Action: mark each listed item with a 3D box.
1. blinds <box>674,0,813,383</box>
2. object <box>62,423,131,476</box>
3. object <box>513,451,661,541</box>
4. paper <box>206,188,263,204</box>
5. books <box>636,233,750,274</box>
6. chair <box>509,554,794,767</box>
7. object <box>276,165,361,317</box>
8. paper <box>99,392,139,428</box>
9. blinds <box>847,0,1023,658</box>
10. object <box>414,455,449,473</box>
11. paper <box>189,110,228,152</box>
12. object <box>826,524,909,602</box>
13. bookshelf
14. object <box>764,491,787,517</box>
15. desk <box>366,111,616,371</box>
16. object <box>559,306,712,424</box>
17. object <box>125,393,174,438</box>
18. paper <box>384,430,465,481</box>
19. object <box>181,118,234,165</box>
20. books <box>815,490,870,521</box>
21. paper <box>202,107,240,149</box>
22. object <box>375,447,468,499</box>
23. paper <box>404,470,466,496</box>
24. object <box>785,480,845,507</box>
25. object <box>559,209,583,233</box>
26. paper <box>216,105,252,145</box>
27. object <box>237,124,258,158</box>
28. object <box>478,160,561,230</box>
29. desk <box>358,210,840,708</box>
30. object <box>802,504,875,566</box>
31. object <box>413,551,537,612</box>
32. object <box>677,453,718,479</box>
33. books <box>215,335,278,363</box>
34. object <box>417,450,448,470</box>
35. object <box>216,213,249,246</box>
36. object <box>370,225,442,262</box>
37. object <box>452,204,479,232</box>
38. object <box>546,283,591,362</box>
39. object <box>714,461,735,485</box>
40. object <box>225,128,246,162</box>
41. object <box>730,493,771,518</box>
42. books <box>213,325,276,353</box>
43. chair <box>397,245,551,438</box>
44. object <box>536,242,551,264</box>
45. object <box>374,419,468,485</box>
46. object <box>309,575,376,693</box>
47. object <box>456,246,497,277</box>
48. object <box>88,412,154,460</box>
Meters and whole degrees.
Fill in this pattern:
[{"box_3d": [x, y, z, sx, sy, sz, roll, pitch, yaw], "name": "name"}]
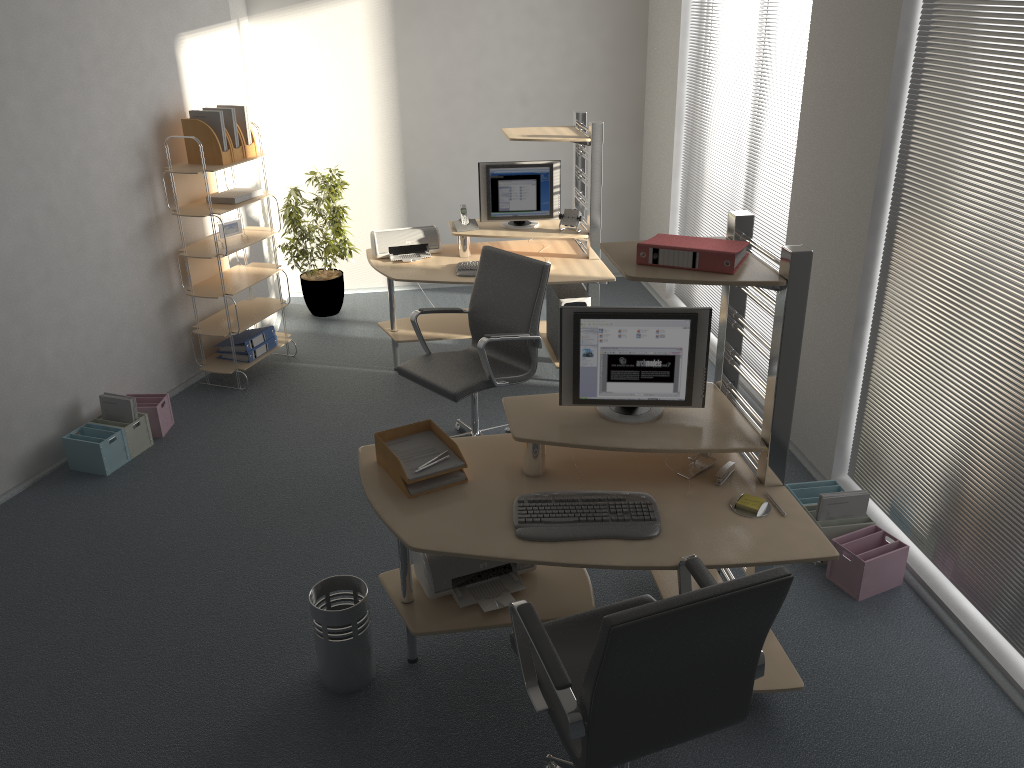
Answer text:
[{"box_3d": [1.387, -1.560, 5.454, 0.037, 2.749, 1.950, -4, 25, -7], "name": "blinds"}, {"box_3d": [-2.221, 0.353, 4.752, 0.245, 0.202, 0.185, 7, 26, 17], "name": "object"}, {"box_3d": [0.242, 0.336, 3.158, 0.478, 0.082, 0.814, -1, 24, 0], "name": "object"}, {"box_3d": [-1.732, -1.178, 5.545, 0.213, 0.046, 0.297, 7, 26, 18], "name": "paper"}, {"box_3d": [0.609, -0.453, 2.966, 0.320, 0.072, 0.262, 10, 27, 22], "name": "books"}, {"box_3d": [0.333, 0.845, 2.510, 0.584, 1.048, 0.652, -10, 26, -19], "name": "chair"}, {"box_3d": [-1.439, -1.074, 6.713, 0.544, 1.147, 0.644, 8, 26, 19], "name": "object"}, {"box_3d": [-2.158, 0.209, 4.895, 0.220, 0.306, 0.068, 7, 26, 18], "name": "paper"}, {"box_3d": [1.775, -0.418, 2.926, 0.022, 2.770, 1.950, -4, 25, -7], "name": "blinds"}, {"box_3d": [-0.280, 0.280, 3.088, 0.159, 0.009, 0.008, -23, 32, -39], "name": "object"}, {"box_3d": [-1.801, -1.470, 5.273, 0.213, 0.297, 0.045, 6, 26, 16], "name": "paper"}, {"box_3d": [1.484, 0.750, 3.712, 0.245, 0.202, 0.185, -12, 27, -23], "name": "object"}, {"box_3d": [-1.769, -0.808, 5.620, 0.381, 1.572, 0.724, 7, 26, 18], "name": "bookshelf"}, {"box_3d": [0.875, 0.396, 2.955, 0.011, 0.011, 0.158, -6, 25, -9], "name": "object"}, {"box_3d": [-0.180, -0.807, 5.543, 1.469, 1.566, 0.967, -4, 25, -7], "name": "desk"}, {"box_3d": [0.442, -0.097, 3.186, 0.516, 0.418, 0.245, 5, 25, 13], "name": "object"}, {"box_3d": [-2.116, 0.186, 5.113, 0.245, 0.202, 0.185, -1, 24, 1], "name": "object"}, {"box_3d": [-0.328, 0.251, 3.174, 0.210, 0.010, 0.297, -14, 27, -26], "name": "paper"}, {"box_3d": [-1.805, -1.444, 5.263, 0.243, 0.259, 0.113, 6, 26, 16], "name": "object"}, {"box_3d": [1.426, 0.602, 3.870, 0.220, 0.306, 0.068, -4, 25, -7], "name": "books"}, {"box_3d": [-1.761, -1.519, 5.380, 0.213, 0.297, 0.045, 8, 26, 18], "name": "paper"}, {"box_3d": [-0.328, 0.287, 3.191, 0.225, 0.060, 0.309, -14, 27, -26], "name": "object"}, {"box_3d": [-0.327, 0.298, 3.195, 0.210, 0.019, 0.297, -14, 27, -26], "name": "paper"}, {"box_3d": [1.400, 0.584, 4.080, 0.245, 0.202, 0.185, -4, 25, -7], "name": "object"}, {"box_3d": [0.371, -1.030, 5.582, 0.154, 0.135, 0.093, 12, 28, 26], "name": "object"}, {"box_3d": [-1.713, -1.568, 5.484, 0.213, 0.297, 0.045, 9, 26, 21], "name": "paper"}, {"box_3d": [-1.720, -1.542, 5.474, 0.243, 0.259, 0.113, 9, 26, 21], "name": "object"}, {"box_3d": [0.058, -1.227, 5.688, 0.516, 0.418, 0.245, 2, 25, 7], "name": "object"}, {"box_3d": [0.205, 0.332, 3.021, 1.469, 1.566, 0.967, -4, 25, -7], "name": "desk"}, {"box_3d": [1.426, 0.660, 3.912, 0.245, 0.202, 0.185, -4, 25, -7], "name": "object"}, {"box_3d": [-0.110, 0.677, 3.287, 0.438, 0.162, 0.351, -11, 26, -21], "name": "object"}, {"box_3d": [0.664, 0.275, 3.166, 0.159, 0.064, 0.054, -21, 31, -36], "name": "object"}, {"box_3d": [-1.750, -0.247, 5.856, 0.262, 0.072, 0.320, 8, 26, 19], "name": "books"}, {"box_3d": [-0.278, 0.268, 3.115, 0.008, 0.009, 0.159, 17, 30, 34], "name": "object"}, {"box_3d": [-1.755, -0.967, 5.531, 0.077, 0.161, 0.192, 17, 30, 34], "name": "object"}, {"box_3d": [-0.668, -0.900, 5.694, 0.438, 0.162, 0.351, -8, 25, -14], "name": "object"}, {"box_3d": [-0.303, -1.068, 5.679, 0.150, 0.151, 0.119, -10, 26, -20], "name": "object"}, {"box_3d": [0.360, -0.421, 5.715, 0.199, 0.422, 0.471, -4, 25, -7], "name": "object"}, {"box_3d": [0.748, 0.310, 3.111, 0.022, 0.042, 0.134, 15, 29, 31], "name": "object"}, {"box_3d": [-1.766, -1.493, 5.370, 0.243, 0.259, 0.113, 8, 26, 18], "name": "object"}, {"box_3d": [0.793, 0.396, 2.939, 0.132, 0.026, 0.132, -4, 25, -7], "name": "object"}, {"box_3d": [-1.760, -0.298, 5.837, 0.263, 0.100, 0.320, 8, 26, 19], "name": "books"}, {"box_3d": [-0.195, -0.109, 4.633, 0.652, 1.048, 0.584, -21, 31, -37], "name": "chair"}, {"box_3d": [0.230, -0.839, 5.736, 0.168, 0.088, 0.742, -3, 25, -5], "name": "object"}, {"box_3d": [-0.329, 0.236, 3.167, 0.225, 0.060, 0.309, -14, 27, -26], "name": "object"}, {"box_3d": [-0.614, 0.913, 3.233, 0.208, 0.377, 0.208, 16, 29, 33], "name": "object"}, {"box_3d": [-0.104, -0.799, 5.671, 0.478, 0.082, 0.814, -1, 24, 0], "name": "object"}, {"box_3d": [-2.162, 0.279, 4.911, 0.245, 0.202, 0.185, 7, 26, 17], "name": "object"}]
